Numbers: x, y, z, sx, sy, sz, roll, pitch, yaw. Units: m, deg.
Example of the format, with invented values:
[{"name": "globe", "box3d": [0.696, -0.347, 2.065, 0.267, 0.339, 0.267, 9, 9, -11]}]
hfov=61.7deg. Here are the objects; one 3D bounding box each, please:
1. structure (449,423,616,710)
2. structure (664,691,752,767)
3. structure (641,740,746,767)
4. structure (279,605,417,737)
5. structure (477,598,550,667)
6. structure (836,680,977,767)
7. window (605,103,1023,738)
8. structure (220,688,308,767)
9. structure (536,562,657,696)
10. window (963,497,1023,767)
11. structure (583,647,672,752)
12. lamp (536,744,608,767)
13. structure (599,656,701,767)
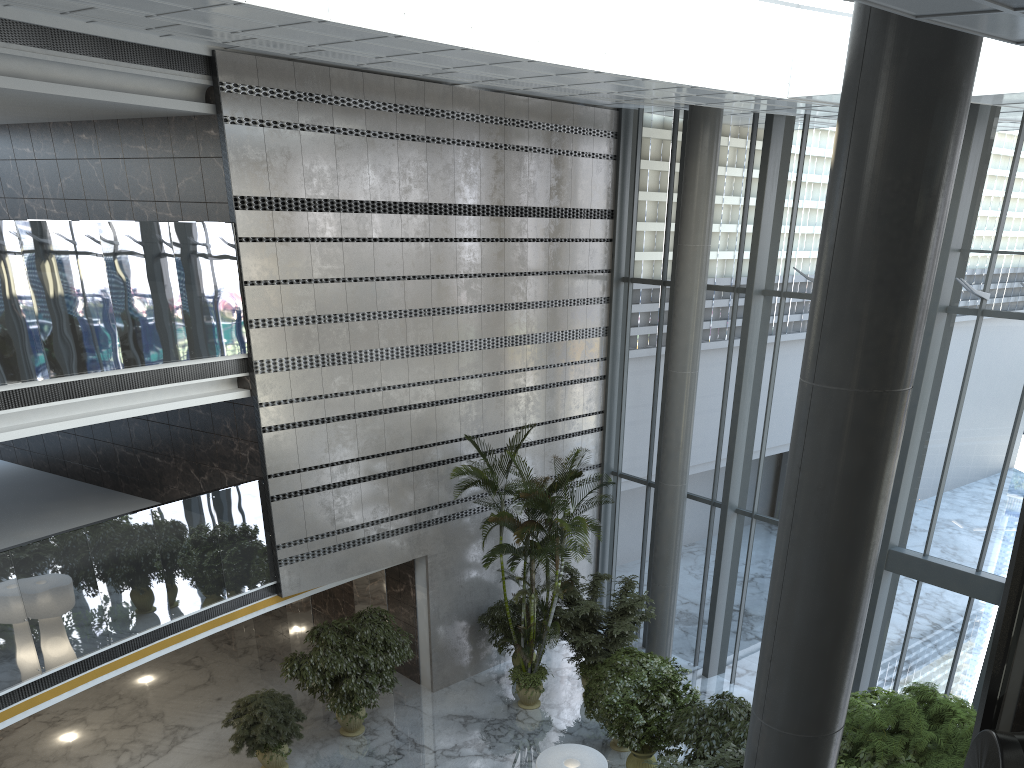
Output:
[{"name": "structure", "box3d": [0.284, 3.007, 13.302, 2.407, 5.134, 2.318, -14, 25, -33]}, {"name": "structure", "box3d": [2.868, 5.000, 11.255, 1.644, 2.088, 1.825, -2, 18, -9]}, {"name": "structure", "box3d": [2.432, 5.103, 9.441, 2.115, 2.573, 2.244, 13, 22, 33]}, {"name": "structure", "box3d": [-2.440, 4.454, 13.052, 2.028, 2.181, 1.475, -3, 20, -11]}, {"name": "structure", "box3d": [0.084, 4.403, 14.893, 1.396, 1.706, 1.025, 1, 20, 0]}, {"name": "structure", "box3d": [4.328, 4.768, 9.617, 3.154, 3.268, 3.449, -9, 19, -28]}, {"name": "window", "box3d": [-0.756, 1.200, 7.209, 18.524, 11.117, 12.426, -6, 18, -27]}, {"name": "structure", "box3d": [-3.505, 4.952, 12.186, 1.161, 1.466, 1.097, -10, 21, -28]}, {"name": "structure", "box3d": [1.399, 4.166, 14.156, 1.776, 2.532, 1.773, 13, 22, 30]}, {"name": "window", "box3d": [4.830, 3.197, 3.574, 15.101, 8.850, 3.895, -10, 23, -38]}, {"name": "structure", "box3d": [1.771, 4.787, 12.982, 1.412, 1.777, 1.472, 6, 19, 15]}, {"name": "lamp", "box3d": [0.693, 5.251, 10.310, 0.839, 1.842, 0.757, -9, 23, -22]}, {"name": "structure", "box3d": [1.934, 4.776, 12.075, 1.378, 2.170, 1.124, -5, 21, -15]}]
